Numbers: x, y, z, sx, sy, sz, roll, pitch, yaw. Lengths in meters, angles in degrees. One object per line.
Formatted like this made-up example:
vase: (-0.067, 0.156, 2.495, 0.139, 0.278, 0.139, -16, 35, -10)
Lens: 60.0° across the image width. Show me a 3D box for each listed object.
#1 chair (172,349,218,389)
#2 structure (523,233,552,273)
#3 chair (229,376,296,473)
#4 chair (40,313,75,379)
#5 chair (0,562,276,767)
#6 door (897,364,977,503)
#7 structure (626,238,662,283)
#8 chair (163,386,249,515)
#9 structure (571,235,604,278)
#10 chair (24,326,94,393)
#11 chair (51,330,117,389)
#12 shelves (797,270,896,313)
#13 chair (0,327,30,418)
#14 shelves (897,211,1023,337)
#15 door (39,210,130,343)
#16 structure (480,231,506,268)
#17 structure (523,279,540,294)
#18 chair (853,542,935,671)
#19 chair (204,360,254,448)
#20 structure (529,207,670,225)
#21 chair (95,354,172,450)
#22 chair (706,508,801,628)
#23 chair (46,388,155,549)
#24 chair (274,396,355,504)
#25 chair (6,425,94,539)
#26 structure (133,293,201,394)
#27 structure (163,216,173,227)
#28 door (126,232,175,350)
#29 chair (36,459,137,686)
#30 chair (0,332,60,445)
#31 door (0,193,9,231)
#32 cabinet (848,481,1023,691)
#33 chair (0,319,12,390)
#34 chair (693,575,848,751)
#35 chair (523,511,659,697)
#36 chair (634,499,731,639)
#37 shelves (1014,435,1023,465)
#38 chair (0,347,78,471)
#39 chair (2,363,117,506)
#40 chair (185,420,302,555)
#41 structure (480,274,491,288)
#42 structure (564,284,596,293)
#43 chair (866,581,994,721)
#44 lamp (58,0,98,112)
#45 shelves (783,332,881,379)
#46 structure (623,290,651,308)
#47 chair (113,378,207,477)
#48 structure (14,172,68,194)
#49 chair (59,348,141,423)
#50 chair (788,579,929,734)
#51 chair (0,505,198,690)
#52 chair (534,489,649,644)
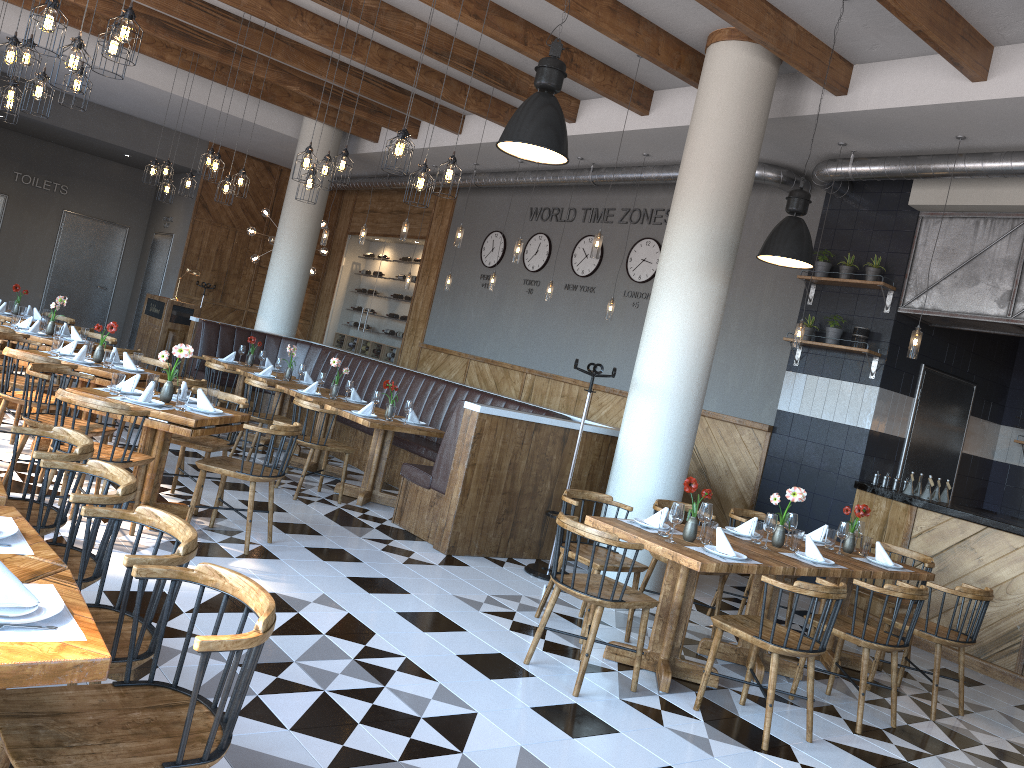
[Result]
chair: (-3.712, 0.028, 10.217, 0.547, 0.818, 0.522, 13, 0, -39)
structure: (0.349, -1.827, 12.318, 0.046, 0.561, 0.563, 14, 0, -39)
chair: (-2.362, 0.385, 8.498, 0.547, 0.818, 0.522, 13, 0, -39)
chair: (-5.694, -0.442, 10.742, 0.520, 0.818, 0.549, 13, 0, 6)
chair: (-0.936, 0.886, 2.127, 0.547, 0.818, 0.522, 13, 0, -39)
door: (4.186, 1.069, 8.937, 1.201, 2.395, 0.115, 13, -1, -39)
structure: (1.601, -1.495, 10.724, 0.046, 0.561, 0.563, 14, 0, -39)
chair: (-2.274, 0.462, 6.401, 0.520, 0.818, 0.549, 13, 0, 6)
structure: (0.975, -1.661, 11.521, 0.046, 0.561, 0.563, 14, 0, -39)
chair: (-5.115, -0.290, 10.019, 0.550, 0.818, 0.519, 13, 0, 6)
chair: (-4.515, -0.131, 9.255, 0.520, 0.818, 0.549, 13, 0, 6)
shelves: (3.173, -0.896, 8.488, 0.246, 0.297, 0.908, 13, 1, -39)
chair: (-4.648, -0.127, 7.974, 0.520, 0.818, 0.549, 13, 0, 6)
shelves: (5.620, -0.197, 6.117, 0.679, 1.796, 5.891, 13, 1, -39)
door: (-8.155, -1.984, 16.840, 1.201, 2.395, 0.115, 13, -1, -39)
structure: (-0.277, -1.992, 13.115, 0.046, 0.561, 0.563, 14, 0, -39)
structure: (0.257, -1.348, 12.309, 0.021, 0.200, 0.370, 14, 0, -39)
chair: (2.711, 1.606, 6.494, 0.547, 0.818, 0.522, 13, 0, -39)
chair: (-3.037, 0.206, 9.357, 0.547, 0.818, 0.522, 13, 0, -39)
structure: (1.084, -2.198, 11.556, 0.033, 0.199, 2.741, 14, 1, -39)
chair: (-3.376, 0.170, 7.805, 0.520, 0.818, 0.549, 13, 0, 6)
chair: (1.826, 1.399, 6.617, 0.517, 0.818, 0.552, 13, 0, -39)
chair: (-2.407, 0.466, 5.120, 0.520, 0.818, 0.549, 13, 0, 6)
chair: (-1.687, 0.563, 7.638, 0.547, 0.818, 0.522, 13, 0, -39)
chair: (-2.073, 0.585, 3.575, 0.547, 0.818, 0.522, 13, 0, -39)
structure: (-4.813, -0.533, 12.400, 0.642, 1.301, 1.050, 13, 0, -39)
structure: (-6.402, -3.013, 16.470, 0.025, 0.197, 0.568, 14, 1, -39)
door: (-6.756, -1.653, 16.472, 0.114, 2.395, 1.212, 14, -1, -39)
chair: (-1.687, 0.687, 3.084, 0.547, 0.818, 0.522, 13, 0, -39)
chair: (-4.067, 0.027, 7.235, 0.550, 0.818, 0.519, 13, 0, 6)
door: (-9.758, -2.317, 15.517, 1.201, 2.395, 0.115, 13, -1, -39)
cabinet: (5.715, 2.114, 6.660, 3.013, 1.165, 6.021, 12, 2, -39)
chair: (-5.206, -0.274, 8.685, 0.550, 0.818, 0.519, 13, 0, 6)
chair: (1.324, 1.341, 4.495, 0.517, 0.818, 0.552, 13, 0, -39)
chair: (0.429, 1.132, 4.627, 0.547, 0.818, 0.522, 13, 0, -39)
chair: (1.168, 1.262, 6.074, 0.517, 0.818, 0.552, 13, 0, -39)
shelves: (5.768, 0.787, 9.137, 0.299, 0.297, 1.046, 13, 1, -39)
chair: (-3.509, 0.175, 6.523, 0.520, 0.818, 0.549, 13, 0, 6)
chair: (-2.965, 0.319, 5.831, 0.550, 0.818, 0.519, 13, 0, 6)
chair: (-1.716, 0.610, 5.690, 0.550, 0.818, 0.519, 13, 0, 6)
structure: (-0.384, -1.517, 13.124, 0.021, 0.197, 0.307, 14, 0, -39)
structure: (0.884, -1.244, 11.528, 0.021, 0.080, 0.585, 14, 1, -39)
chair: (2.639, 1.614, 5.580, 0.517, 0.818, 0.552, 13, 0, -39)
lamp: (-2.909, -2.985, 6.343, 0.176, 2.072, 0.174, 12, -1, 37)
shelves: (3.032, -0.282, 8.479, 0.246, 0.297, 0.908, 13, 1, -39)
structure: (1.502, -1.018, 10.723, 0.021, 0.200, 0.445, 14, 0, -39)
chair: (-2.818, 0.318, 7.094, 0.550, 0.818, 0.519, 13, 0, 6)
structure: (-8.620, -3.668, 16.205, 0.911, 0.166, 0.035, 12, 0, -39)
chair: (-3.957, 0.017, 8.544, 0.550, 0.818, 0.519, 13, 0, 6)
chair: (1.982, 1.478, 5.038, 0.517, 0.818, 0.552, 13, 0, -39)
chair: (-1.289, 0.793, 2.576, 0.547, 0.818, 0.522, 13, 0, -39)
chair: (0.511, 1.126, 5.532, 0.517, 0.818, 0.552, 13, 0, -39)
